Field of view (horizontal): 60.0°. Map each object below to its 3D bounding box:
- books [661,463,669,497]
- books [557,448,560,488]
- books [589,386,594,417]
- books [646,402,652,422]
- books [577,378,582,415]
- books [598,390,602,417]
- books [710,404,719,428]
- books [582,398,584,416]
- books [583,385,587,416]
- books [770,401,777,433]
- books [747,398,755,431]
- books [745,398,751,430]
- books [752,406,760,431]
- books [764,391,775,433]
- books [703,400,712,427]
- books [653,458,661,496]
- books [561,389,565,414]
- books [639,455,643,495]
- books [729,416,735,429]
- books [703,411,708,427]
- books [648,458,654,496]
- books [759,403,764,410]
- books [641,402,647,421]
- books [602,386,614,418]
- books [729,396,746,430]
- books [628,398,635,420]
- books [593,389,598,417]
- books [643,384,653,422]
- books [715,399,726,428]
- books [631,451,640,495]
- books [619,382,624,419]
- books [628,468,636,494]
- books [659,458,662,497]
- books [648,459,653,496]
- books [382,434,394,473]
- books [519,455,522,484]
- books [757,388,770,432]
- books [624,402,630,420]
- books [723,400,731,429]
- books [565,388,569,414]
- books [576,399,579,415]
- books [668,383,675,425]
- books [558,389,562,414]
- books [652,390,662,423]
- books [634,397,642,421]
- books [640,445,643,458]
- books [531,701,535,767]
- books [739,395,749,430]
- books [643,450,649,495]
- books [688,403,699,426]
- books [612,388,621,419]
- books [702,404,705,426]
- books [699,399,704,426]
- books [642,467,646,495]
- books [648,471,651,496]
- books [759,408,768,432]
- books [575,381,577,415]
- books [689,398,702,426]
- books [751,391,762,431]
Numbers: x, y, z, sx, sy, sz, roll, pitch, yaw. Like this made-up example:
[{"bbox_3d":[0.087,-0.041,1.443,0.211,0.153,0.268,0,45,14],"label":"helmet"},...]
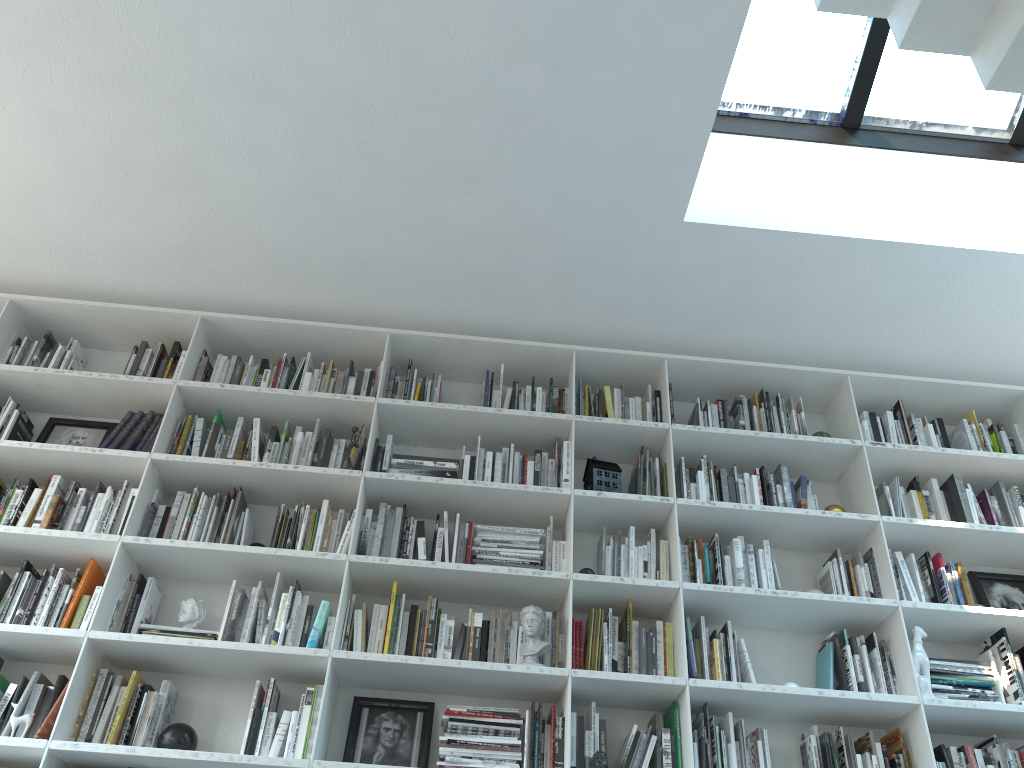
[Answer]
[{"bbox_3d":[0.639,0.486,3.790,0.008,0.212,0.225,5,-37,-2],"label":"books"},{"bbox_3d":[0.190,0.437,3.832,0.010,0.297,0.134,5,-37,-2],"label":"books"},{"bbox_3d":[0.356,0.161,4.028,0.034,0.259,0.158,5,-37,-2],"label":"books"},{"bbox_3d":[0.606,0.213,4.019,0.022,0.193,0.183,5,-37,-2],"label":"books"},{"bbox_3d":[0.301,0.143,4.039,0.007,0.296,0.182,5,-37,-2],"label":"books"},{"bbox_3d":[0.388,0.169,4.013,0.015,0.232,0.172,5,-37,-2],"label":"books"},{"bbox_3d":[0.908,0.230,4.041,0.028,0.225,0.164,5,-37,-2],"label":"books"},{"bbox_3d":[0.309,0.190,4.013,0.015,0.191,0.161,5,-37,-2],"label":"books"},{"bbox_3d":[0.323,0.157,4.007,0.007,0.238,0.192,5,-37,-2],"label":"books"},{"bbox_3d":[1.181,0.235,4.064,0.008,0.273,0.164,5,-37,-2],"label":"books"},{"bbox_3d":[1.083,0.227,4.070,0.007,0.283,0.160,5,-37,-2],"label":"books"},{"bbox_3d":[1.066,0.225,4.077,0.017,0.293,0.139,5,-37,-2],"label":"books"},{"bbox_3d":[1.096,0.238,4.040,0.018,0.229,0.161,5,-37,-2],"label":"books"},{"bbox_3d":[1.154,0.208,4.052,0.015,0.297,0.184,5,-37,-2],"label":"books"},{"bbox_3d":[0.879,0.218,4.030,0.013,0.228,0.175,5,-37,-2],"label":"books"},{"bbox_3d":[0.609,0.470,3.800,0.013,0.247,0.187,5,-37,-2],"label":"books"},{"bbox_3d":[0.222,0.163,4.022,0.014,0.237,0.154,5,-37,-2],"label":"books"},{"bbox_3d":[0.541,0.462,3.813,0.022,0.270,0.182,5,-37,-2],"label":"books"},{"bbox_3d":[0.987,0.263,4.048,0.031,0.189,0.133,5,-37,-2],"label":"books"},{"bbox_3d":[0.866,0.242,4.026,0.009,0.182,0.161,5,-37,-2],"label":"books"},{"bbox_3d":[0.594,0.478,3.845,0.013,0.287,0.132,5,-37,-2],"label":"books"},{"bbox_3d":[1.133,0.236,4.050,0.008,0.249,0.171,5,-37,-2],"label":"books"},{"bbox_3d":[0.583,0.212,4.027,0.025,0.202,0.163,5,-37,-2],"label":"books"},{"bbox_3d":[0.430,0.167,4.023,0.054,0.253,0.192,5,-37,-2],"label":"books"},{"bbox_3d":[1.021,0.214,4.036,0.028,0.256,0.186,5,-37,-2],"label":"books"},{"bbox_3d":[0.529,0.197,4.011,0.024,0.200,0.181,5,-37,-2],"label":"books"},{"bbox_3d":[0.376,0.168,4.035,0.008,0.260,0.143,5,-37,-2],"label":"books"},{"bbox_3d":[0.626,0.171,4.074,0.012,0.327,0.129,5,-37,-2],"label":"books"},{"bbox_3d":[0.938,0.221,4.050,0.030,0.254,0.162,5,-37,-2],"label":"books"},{"bbox_3d":[0.526,0.452,3.802,0.021,0.270,0.191,5,-37,-2],"label":"books"},{"bbox_3d":[0.492,0.157,4.040,0.010,0.296,0.168,5,-37,-2],"label":"books"},{"bbox_3d":[0.514,0.494,3.811,0.019,0.212,0.157,5,-37,-2],"label":"books"},{"bbox_3d":[0.632,0.476,3.841,0.005,0.290,0.131,5,-37,-2],"label":"books"},{"bbox_3d":[0.586,0.474,3.812,0.005,0.253,0.159,5,-37,-2],"label":"books"},{"bbox_3d":[-0.531,0.371,3.766,0.021,0.247,0.192,5,-37,-2],"label":"books"},{"bbox_3d":[0.026,0.443,3.805,0.011,0.237,0.140,5,-37,-2],"label":"books"},{"bbox_3d":[1.142,0.205,4.073,0.007,0.327,0.184,5,-37,-2],"label":"books"},{"bbox_3d":[0.505,0.203,4.003,0.022,0.179,0.174,5,-37,-2],"label":"books"},{"bbox_3d":[0.964,0.224,4.053,0.021,0.255,0.170,5,-37,-2],"label":"books"},{"bbox_3d":[0.240,0.161,4.034,0.022,0.255,0.137,5,-37,-2],"label":"books"},{"bbox_3d":[0.286,0.189,4.024,0.016,0.203,0.144,5,-37,-2],"label":"books"},{"bbox_3d":[0.711,0.169,4.043,0.019,0.302,0.177,5,-37,-2],"label":"books"},{"bbox_3d":[0.208,0.164,4.031,0.014,0.242,0.146,5,-37,-2],"label":"books"},{"bbox_3d":[0.647,0.184,4.025,0.029,0.251,0.187,5,-37,-2],"label":"books"},{"bbox_3d":[0.557,0.193,4.013,0.031,0.212,0.170,5,-37,-2],"label":"books"},{"bbox_3d":[0.550,0.445,3.846,0.025,0.337,0.143,5,-37,-2],"label":"books"},{"bbox_3d":[0.067,1.307,3.173,0.011,0.297,0.131,5,-37,-2],"label":"books"},{"bbox_3d":[1.046,0.217,4.066,0.024,0.290,0.168,5,-37,-2],"label":"books"},{"bbox_3d":[0.566,0.453,3.814,0.021,0.286,0.180,5,-37,-2],"label":"books"},{"bbox_3d":[0.809,0.220,4.019,0.046,0.205,0.184,5,-37,-2],"label":"books"},{"bbox_3d":[0.470,0.175,4.047,0.030,0.273,0.152,5,-37,-2],"label":"books"},{"bbox_3d":[0.857,0.219,4.055,0.012,0.253,0.134,5,-37,-2],"label":"books"},{"bbox_3d":[0.846,0.217,4.044,0.011,0.242,0.173,5,-37,-2],"label":"books"},{"bbox_3d":[0.552,0.494,3.809,0.024,0.216,0.170,5,-37,-2],"label":"books"},{"bbox_3d":[0.575,0.497,3.807,0.013,0.209,0.140,5,-37,-2],"label":"books"},{"bbox_3d":[1.120,0.246,4.023,0.018,0.199,0.189,5,-37,-2],"label":"books"},{"bbox_3d":[0.277,0.146,4.029,0.008,0.277,0.171,5,-37,-2],"label":"books"},{"bbox_3d":[0.837,0.211,4.037,0.009,0.242,0.174,5,-37,-2],"label":"books"},{"bbox_3d":[1.110,0.210,4.069,0.006,0.310,0.180,5,-37,-2],"label":"books"}]
